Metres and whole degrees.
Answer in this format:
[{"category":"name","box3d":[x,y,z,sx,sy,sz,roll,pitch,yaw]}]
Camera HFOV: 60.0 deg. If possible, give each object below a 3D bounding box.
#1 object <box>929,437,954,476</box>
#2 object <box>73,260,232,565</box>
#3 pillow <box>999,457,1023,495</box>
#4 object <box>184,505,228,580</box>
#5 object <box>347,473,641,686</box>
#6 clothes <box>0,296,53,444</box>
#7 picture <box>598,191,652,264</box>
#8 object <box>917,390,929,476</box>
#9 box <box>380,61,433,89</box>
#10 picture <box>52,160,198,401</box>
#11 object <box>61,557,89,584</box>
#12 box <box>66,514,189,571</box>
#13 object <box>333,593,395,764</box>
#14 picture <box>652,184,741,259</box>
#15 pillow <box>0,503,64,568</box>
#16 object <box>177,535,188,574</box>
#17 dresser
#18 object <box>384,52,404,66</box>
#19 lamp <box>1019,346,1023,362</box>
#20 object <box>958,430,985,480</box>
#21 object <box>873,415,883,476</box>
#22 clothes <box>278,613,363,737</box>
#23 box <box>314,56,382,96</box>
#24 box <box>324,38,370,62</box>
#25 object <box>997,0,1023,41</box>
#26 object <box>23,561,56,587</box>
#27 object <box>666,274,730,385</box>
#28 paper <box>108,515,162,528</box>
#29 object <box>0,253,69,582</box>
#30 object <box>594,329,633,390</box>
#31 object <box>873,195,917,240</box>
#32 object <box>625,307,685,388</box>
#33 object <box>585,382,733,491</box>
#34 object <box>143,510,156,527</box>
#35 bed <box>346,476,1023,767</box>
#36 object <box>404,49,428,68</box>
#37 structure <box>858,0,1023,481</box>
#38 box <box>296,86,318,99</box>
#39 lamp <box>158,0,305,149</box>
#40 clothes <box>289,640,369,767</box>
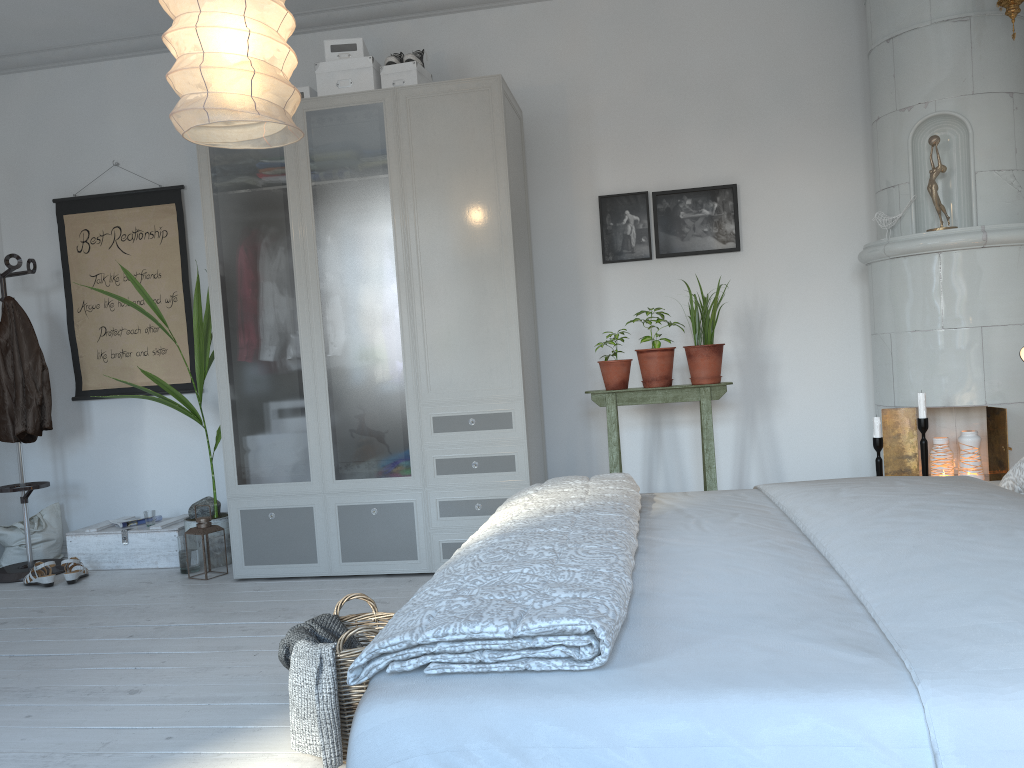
[{"category":"object","box3d":[1.812,0.316,3.739,0.093,0.180,0.092,-3,3,13]},{"category":"object","box3d":[-1.643,0.162,4.478,0.289,1.555,1.042,-2,3,39]},{"category":"pillow","box3d":[1.313,0.181,1.660,0.415,0.226,1.145,-4,2,2]},{"category":"object","box3d":[-1.493,0.763,4.311,0.138,0.352,0.131,-2,3,32]},{"category":"object","box3d":[0.071,0.334,1.911,0.405,0.104,1.459,-4,2,9]},{"category":"clothes","box3d":[-2.540,-0.072,4.588,0.211,0.771,0.237,-2,4,43]},{"category":"picture","box3d":[0.574,-0.792,4.496,0.250,0.342,0.022,-4,3,9]},{"category":"object","box3d":[1.613,0.382,3.457,0.091,0.719,0.091,-3,3,18]},{"category":"box","box3d":[-0.491,-1.394,4.167,0.182,0.158,0.227,-3,2,14]},{"category":"picture","box3d":[-2.146,-0.583,4.937,0.793,1.314,0.057,-4,3,9]},{"category":"object","box3d":[-2.197,0.919,4.464,0.099,0.126,0.272,-5,2,-18]},{"category":"box","box3d":[-1.993,0.848,4.768,0.641,0.218,0.375,-4,2,9]},{"category":"object","box3d":[-0.382,0.746,2.264,0.319,0.351,0.319,-2,3,41]},{"category":"picture","box3d":[0.920,-0.812,4.434,0.415,0.329,0.037,-4,3,9]},{"category":"pillow","box3d":[-2.676,0.843,4.923,0.273,0.314,0.317,-4,2,10]},{"category":"object","box3d":[-1.618,0.849,4.438,0.100,0.180,0.100,-5,3,-21]},{"category":"dresser","box3d":[-0.628,-0.224,4.283,1.432,2.165,0.630,-4,3,9]},{"category":"object","box3d":[-0.553,-1.521,4.174,0.080,0.110,0.212,-4,2,3]},{"category":"lamp","box3d":[1.874,0.274,2.880,0.450,0.937,0.824,-3,3,27]},{"category":"object","box3d":[1.889,0.298,3.654,0.098,0.210,0.098,-4,3,8]},{"category":"object","box3d":[1.498,0.434,3.605,0.091,0.622,0.091,-5,3,-12]},{"category":"clothes","box3d":[-0.440,0.746,2.274,0.297,0.270,0.245,-4,2,10]},{"category":"box","box3d":[-0.746,-1.397,4.208,0.281,0.199,0.285,-4,2,9]},{"category":"box","box3d":[-0.780,-1.547,4.215,0.180,0.107,0.225,-4,2,-1]},{"category":"object","box3d":[1.903,-1.566,3.380,0.105,0.506,0.117,-5,3,-17]},{"category":"object","box3d":[-2.350,0.932,4.397,0.272,0.126,0.099,-2,3,42]},{"category":"object","box3d":[0.857,-0.248,3.998,0.300,0.499,0.333,-4,2,-8]},{"category":"paper","box3d":[-2.043,0.741,4.809,0.175,0.031,0.221,-2,2,42]},{"category":"object","box3d":[-2.589,0.172,4.629,0.374,1.660,0.374,-3,3,17]},{"category":"object","box3d":[0.464,-0.112,4.095,0.194,0.278,0.176,-5,3,-24]},{"category":"object","box3d":[1.612,-0.697,3.737,0.059,0.165,0.196,-6,3,-36]},{"category":"object","box3d":[0.657,-0.171,4.041,0.258,0.370,0.234,-3,3,21]},{"category":"object","box3d":[0.697,0.399,4.094,0.671,0.775,0.431,-4,3,9]},{"category":"object","box3d":[-1.909,0.711,4.679,0.060,0.082,0.060,-5,3,-26]},{"category":"bed","box3d":[0.903,0.318,1.766,2.177,1.047,1.886,-4,2,9]},{"category":"object","box3d":[-0.451,-1.528,4.157,0.080,0.110,0.212,-3,2,16]},{"category":"structure","box3d":[1.744,-0.615,3.723,1.246,2.838,0.800,-6,3,-36]},{"category":"box","box3d":[-1.012,-1.334,4.255,0.180,0.107,0.222,-4,2,9]},{"category":"lamp","box3d":[-0.766,-1.266,2.317,0.340,1.232,0.338,-2,4,41]},{"category":"clothes","box3d":[-0.407,0.759,2.239,0.283,0.289,0.235,-6,3,-41]}]
